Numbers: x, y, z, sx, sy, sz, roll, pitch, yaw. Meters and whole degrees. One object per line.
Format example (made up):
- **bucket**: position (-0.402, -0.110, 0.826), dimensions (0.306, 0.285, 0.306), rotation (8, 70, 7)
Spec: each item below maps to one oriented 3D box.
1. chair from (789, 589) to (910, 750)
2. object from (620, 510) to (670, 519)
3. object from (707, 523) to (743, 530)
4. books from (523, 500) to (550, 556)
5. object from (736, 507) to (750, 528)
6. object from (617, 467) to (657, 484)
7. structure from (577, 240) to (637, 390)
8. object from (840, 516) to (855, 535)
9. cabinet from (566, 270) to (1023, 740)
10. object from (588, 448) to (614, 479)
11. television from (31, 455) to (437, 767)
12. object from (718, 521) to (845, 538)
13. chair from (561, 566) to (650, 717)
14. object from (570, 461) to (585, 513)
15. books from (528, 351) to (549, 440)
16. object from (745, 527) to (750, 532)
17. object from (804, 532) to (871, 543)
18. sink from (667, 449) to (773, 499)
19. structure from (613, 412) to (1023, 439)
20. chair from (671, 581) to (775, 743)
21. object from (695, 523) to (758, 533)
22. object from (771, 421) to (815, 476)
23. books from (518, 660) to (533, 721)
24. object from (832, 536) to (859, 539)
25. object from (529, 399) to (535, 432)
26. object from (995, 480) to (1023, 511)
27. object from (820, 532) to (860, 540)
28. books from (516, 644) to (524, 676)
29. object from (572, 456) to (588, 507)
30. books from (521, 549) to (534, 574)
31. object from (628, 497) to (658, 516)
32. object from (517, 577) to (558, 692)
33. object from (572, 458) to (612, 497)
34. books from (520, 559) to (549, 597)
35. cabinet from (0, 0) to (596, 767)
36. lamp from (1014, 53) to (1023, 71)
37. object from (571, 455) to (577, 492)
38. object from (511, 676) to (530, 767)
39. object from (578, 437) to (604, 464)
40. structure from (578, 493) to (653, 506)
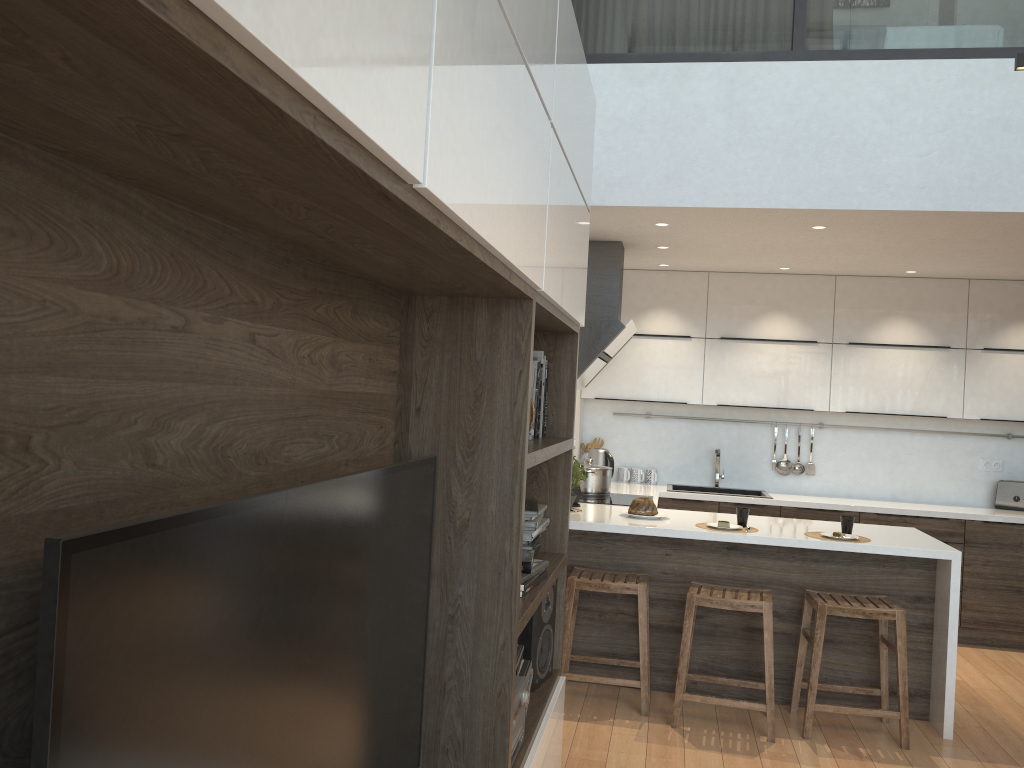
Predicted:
- **chair**: position (1.549, 1.286, 4.067), dimensions (0.450, 0.600, 0.350), rotation (3, -1, 8)
- **object**: position (0.696, 0.685, 4.644), dimensions (0.261, 0.021, 0.261), rotation (3, -1, 5)
- **object**: position (1.046, 0.703, 4.366), dimensions (0.176, 0.014, 0.176), rotation (3, -1, 0)
- **books**: position (-0.013, 0.476, 2.853), dimensions (0.224, 0.176, 0.374), rotation (3, -1, 10)
- **object**: position (1.157, 0.671, 4.452), dimensions (0.066, 0.093, 0.066), rotation (4, -1, -44)
- **object**: position (0.931, 0.680, 6.591), dimensions (0.297, 0.105, 0.112), rotation (3, -1, 12)
- **structure**: position (0.555, -0.459, 5.437), dimensions (0.407, 0.998, 0.898), rotation (3, -1, 10)
- **object**: position (1.638, 0.695, 4.334), dimensions (0.066, 0.093, 0.066), rotation (3, -1, -17)
- **cabinet**: position (2.044, 0.426, 5.247), dimensions (3.495, 2.401, 2.401), rotation (3, -1, 10)
- **object**: position (0.598, 0.574, 6.100), dimensions (0.179, 0.270, 0.220), rotation (3, -1, -2)
- **television**: position (-0.312, 0.532, 1.345), dimensions (0.229, 0.779, 1.220), rotation (3, -1, 10)
- **object**: position (1.300, 0.701, 4.291), dimensions (0.597, 0.039, 0.064), rotation (3, -1, 6)
- **chair**: position (0.456, 1.230, 4.309), dimensions (0.450, 0.600, 0.350), rotation (3, -1, 10)
- **object**: position (0.284, 0.534, 4.761), dimensions (0.221, 0.283, 0.211), rotation (3, -1, 23)
- **books**: position (-0.004, 0.029, 2.886), dimensions (0.201, 0.287, 0.332), rotation (3, -1, 10)
- **object**: position (1.151, 0.710, 4.330), dimensions (0.025, 0.011, 0.126), rotation (3, -1, 14)
- **object**: position (1.569, 0.738, 4.278), dimensions (0.304, 0.002, 0.304), rotation (2, -1, 42)
- **sink**: position (1.452, 0.724, 6.256), dimensions (0.706, 0.518, 0.512), rotation (3, -1, 10)
- **structure**: position (2.236, 0.301, 6.405), dimensions (3.000, 0.045, 0.050), rotation (3, -1, 10)
- **chair**: position (0.990, 1.256, 4.087), dimensions (0.450, 0.600, 0.350), rotation (3, -1, 15)
- **object**: position (1.065, 0.712, 4.400), dimensions (0.305, 0.002, 0.305), rotation (3, -1, -21)
- **object**: position (2.038, 0.472, 6.429), dimensions (0.320, 0.389, 0.069), rotation (3, -1, 11)
- **books**: position (-0.071, 0.890, 2.572), dimensions (0.248, 0.123, 0.307), rotation (3, -1, 5)
- **object**: position (1.569, 0.726, 4.182), dimensions (0.126, 0.012, 0.025), rotation (3, -1, 29)
- **object**: position (0.002, 0.082, 2.613), dimensions (0.130, 0.171, 0.130), rotation (4, -1, -40)
- **object**: position (3.458, 0.765, 6.072), dimensions (0.260, 0.195, 0.177), rotation (3, -1, 30)
- **object**: position (1.565, 0.729, 4.235), dimensions (0.176, 0.014, 0.176), rotation (3, -1, 15)
- **books**: position (-0.086, 0.806, 2.571), dimensions (0.224, 0.042, 0.277), rotation (3, -1, 6)
- **object**: position (0.325, 0.524, 4.953), dimensions (0.179, 0.311, 0.172), rotation (3, -1, 21)
- **books**: position (-0.074, 0.493, 2.509), dimensions (0.266, 0.030, 0.209), rotation (3, -1, 4)
- **object**: position (0.689, 0.646, 4.658), dimensions (0.155, 0.101, 0.161), rotation (3, -1, 6)
- **object**: position (0.002, 0.792, 2.901), dimensions (0.244, 0.331, 0.214), rotation (3, -1, 20)
- **object**: position (0.482, 0.578, 5.561), dimensions (0.315, 0.223, 0.288), rotation (4, -1, -39)
- **books**: position (-0.050, 0.533, 2.495), dimensions (0.250, 0.047, 0.310), rotation (3, -1, 16)
- **cabinet**: position (-0.295, 0.201, 1.092), dimensions (0.338, 2.494, 4.036), rotation (3, -1, 10)
- **lamp**: position (1.633, -2.256, 1.539), dimensions (1.200, 3.645, 0.831), rotation (3, -1, 20)
- **object**: position (0.245, 0.487, 4.548), dimensions (0.186, 0.367, 0.196), rotation (3, -1, 10)
- **object**: position (-0.109, 0.857, 2.246), dimensions (0.270, 0.174, 0.285), rotation (3, -1, 10)
- **object**: position (0.606, 0.556, 6.530), dimensions (0.221, 0.316, 0.330), rotation (3, -1, 10)
- **structure**: position (0.577, 0.696, 5.403), dimensions (0.550, 0.006, 0.609), rotation (3, -1, 10)
